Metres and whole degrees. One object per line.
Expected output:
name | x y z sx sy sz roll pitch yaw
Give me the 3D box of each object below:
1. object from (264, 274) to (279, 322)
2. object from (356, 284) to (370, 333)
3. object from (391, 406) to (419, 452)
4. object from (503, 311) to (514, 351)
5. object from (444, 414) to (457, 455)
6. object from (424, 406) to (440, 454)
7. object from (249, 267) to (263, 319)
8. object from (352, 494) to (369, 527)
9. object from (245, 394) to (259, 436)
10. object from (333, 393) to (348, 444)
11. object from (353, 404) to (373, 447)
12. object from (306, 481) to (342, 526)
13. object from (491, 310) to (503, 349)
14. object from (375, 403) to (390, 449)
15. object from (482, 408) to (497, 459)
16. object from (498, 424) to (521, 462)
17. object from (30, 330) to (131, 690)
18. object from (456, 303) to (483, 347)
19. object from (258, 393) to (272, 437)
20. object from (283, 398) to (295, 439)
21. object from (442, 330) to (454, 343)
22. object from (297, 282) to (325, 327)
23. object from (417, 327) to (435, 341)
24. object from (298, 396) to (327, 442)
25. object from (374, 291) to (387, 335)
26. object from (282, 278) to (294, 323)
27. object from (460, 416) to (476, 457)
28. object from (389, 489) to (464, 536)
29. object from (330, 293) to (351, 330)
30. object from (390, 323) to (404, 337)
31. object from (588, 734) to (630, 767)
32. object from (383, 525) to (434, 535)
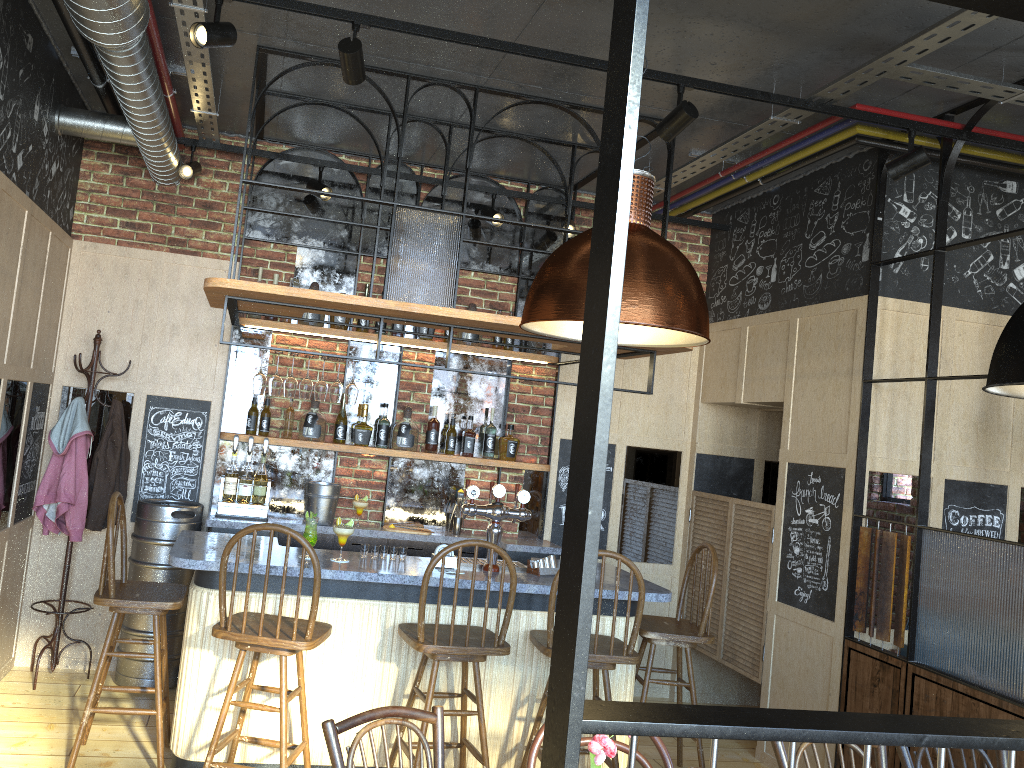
object | -1.482 -0.534 5.477 0.085 0.303 0.086 6 -4 -3
object | -0.933 -0.478 5.581 0.077 0.318 0.084 8 -5 -33
object | -0.666 0.278 5.549 0.169 0.283 0.122 6 -4 1
object | -0.016 -0.343 5.755 0.063 0.264 0.068 8 -5 -27
object | -0.385 0.321 5.612 0.063 0.264 0.069 8 -5 -33
object | -0.503 0.289 5.601 0.087 0.303 0.085 5 -4 5
object | -1.570 -0.559 5.442 0.077 0.330 0.074 5 -4 10
object | -0.944 0.782 5.459 0.108 0.197 0.103 5 -4 14
object | -1.578 0.181 5.375 0.067 0.264 0.065 5 -4 8
object | -1.060 0.215 5.486 0.077 0.318 0.084 8 -5 -33
object | -0.927 0.256 5.493 0.115 0.265 0.119 7 -4 -13
object | -1.161 0.729 5.378 0.227 0.246 0.207 3 -5 37
object | -0.089 -0.352 5.740 0.064 0.264 0.068 7 -4 -20
object | -0.807 0.262 5.543 0.074 0.284 0.077 7 -4 -13
object | -0.139 0.318 5.680 0.077 0.330 0.074 5 -4 10
object | -0.018 0.378 5.670 0.138 0.235 0.092 8 -5 -27
object | -2.501 0.671 5.008 0.352 1.991 0.354 5 -4 8
object | -0.266 -0.383 5.695 0.169 0.283 0.122 6 -4 1
object | -1.505 0.190 5.389 0.063 0.264 0.068 8 -5 -27
object | -1.364 0.194 5.410 0.058 0.288 0.053 4 -5 25
object | -0.402 -0.389 5.678 0.064 0.264 0.067 7 -4 -14
object | -1.244 -0.498 5.501 0.169 0.283 0.122 6 -4 1
object | -0.545 -0.407 5.639 0.115 0.265 0.119 7 -4 -13
object | -1.224 0.212 5.436 0.169 0.283 0.122 6 -4 1
object | -0.826 -0.448 5.609 0.074 0.284 0.077 7 -4 -13
object | -1.384 -0.516 5.476 0.058 0.288 0.053 4 -5 25
object | -0.275 0.335 5.631 0.076 0.263 0.080 7 -4 -13
object | -0.519 0.785 5.525 0.482 0.288 0.090 7 -4 -11
object | -1.074 -0.454 5.530 0.142 0.235 0.090 6 -4 -7
object | -0.720 -0.425 5.609 0.076 0.263 0.080 7 -4 -13
object | 0.160 0.819 1.699 0.152 0.427 0.195 4 -4 19
object | -0.645 0.904 5.471 0.315 0.019 0.238 6 -3 -4
